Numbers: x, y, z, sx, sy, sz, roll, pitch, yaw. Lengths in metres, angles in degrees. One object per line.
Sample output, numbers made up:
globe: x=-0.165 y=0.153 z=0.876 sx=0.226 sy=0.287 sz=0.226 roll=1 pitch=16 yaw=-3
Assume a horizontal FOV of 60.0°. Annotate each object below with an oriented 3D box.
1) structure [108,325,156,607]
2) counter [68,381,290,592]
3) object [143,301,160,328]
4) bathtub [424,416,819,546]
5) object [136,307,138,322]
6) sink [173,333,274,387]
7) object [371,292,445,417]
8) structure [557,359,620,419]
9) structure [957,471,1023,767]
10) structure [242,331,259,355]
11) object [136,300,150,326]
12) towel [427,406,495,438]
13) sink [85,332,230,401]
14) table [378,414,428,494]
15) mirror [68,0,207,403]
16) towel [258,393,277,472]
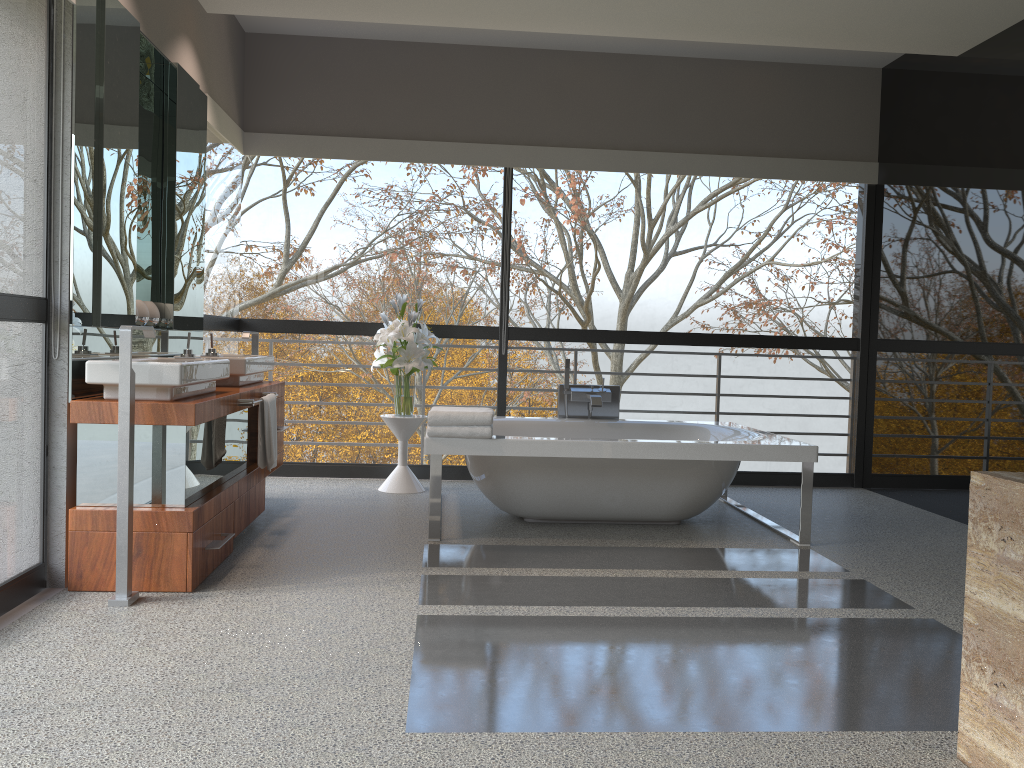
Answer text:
structure: x=-1.382 y=0.282 z=3.251 sx=0.069 sy=0.988 sz=0.303 roll=2 pitch=2 yaw=-4
counter: x=-1.438 y=0.376 z=4.205 sx=0.524 sy=0.704 sz=1.849 roll=2 pitch=3 yaw=-4
object: x=-1.804 y=-0.341 z=4.361 sx=0.136 sy=0.130 sz=0.136 roll=4 pitch=3 yaw=38
bathtub: x=0.495 y=0.502 z=5.009 sx=1.958 sy=0.504 sz=1.328 roll=2 pitch=3 yaw=-4
object: x=-1.780 y=-0.327 z=4.052 sx=0.136 sy=0.130 sz=0.136 roll=4 pitch=3 yaw=38
sink: x=-1.516 y=-0.135 z=4.728 sx=0.352 sy=0.266 sz=0.750 roll=2 pitch=3 yaw=-4
object: x=-0.698 y=-0.191 z=5.698 sx=0.450 sy=0.795 sz=0.460 roll=3 pitch=2 yaw=23
structure: x=0.499 y=0.289 z=5.609 sx=0.402 sy=0.884 sz=0.330 roll=2 pitch=2 yaw=-4
structure: x=1.246 y=0.378 z=1.971 sx=0.292 sy=1.074 sz=0.328 roll=2 pitch=2 yaw=-4
structure: x=-1.526 y=0.191 z=5.153 sx=0.069 sy=0.988 sz=0.303 roll=2 pitch=2 yaw=-4
object: x=-1.792 y=-0.334 z=4.204 sx=0.136 sy=0.130 sz=0.136 roll=4 pitch=3 yaw=38
towel: x=-0.249 y=0.196 z=4.405 sx=0.322 sy=0.145 sz=0.305 roll=2 pitch=3 yaw=-1
sink: x=-1.435 y=-0.085 z=3.670 sx=0.352 sy=0.266 sz=0.750 roll=2 pitch=3 yaw=-4
table: x=-0.705 y=0.445 z=5.728 sx=0.307 sy=0.478 sz=0.308 roll=1 pitch=2 yaw=-21
mirror: x=-1.792 y=-0.783 z=4.158 sx=0.253 sy=1.617 sz=1.791 roll=2 pitch=2 yaw=-4
towel: x=-1.170 y=0.235 z=4.295 sx=0.079 sy=0.368 sz=0.302 roll=2 pitch=2 yaw=-4
